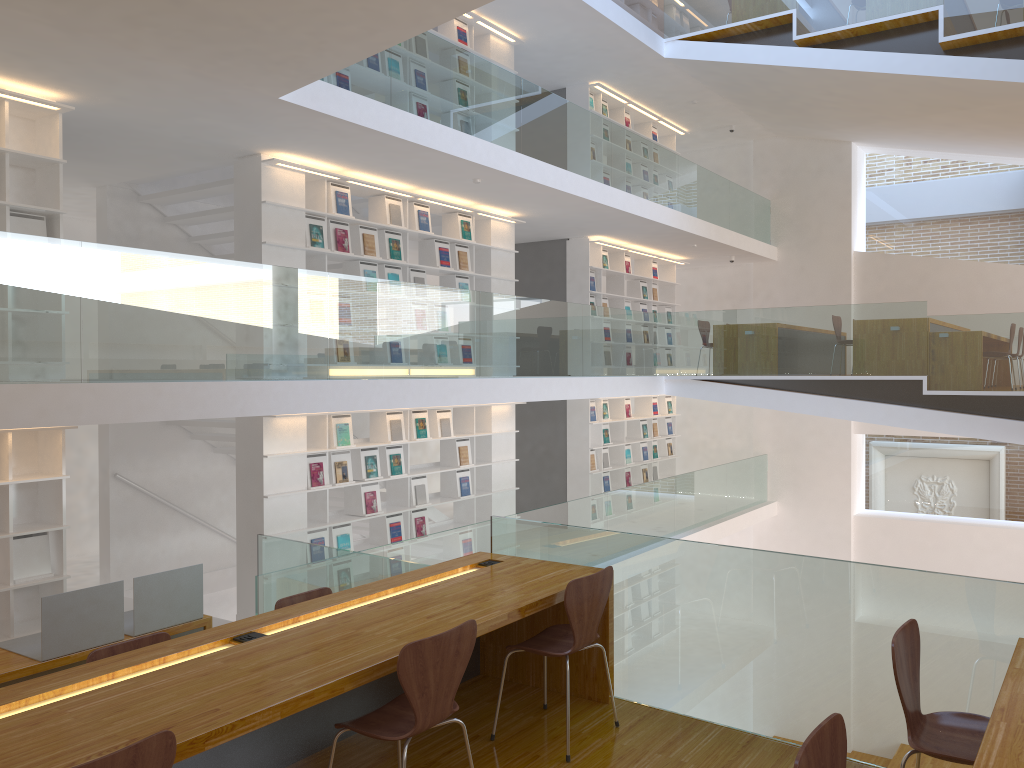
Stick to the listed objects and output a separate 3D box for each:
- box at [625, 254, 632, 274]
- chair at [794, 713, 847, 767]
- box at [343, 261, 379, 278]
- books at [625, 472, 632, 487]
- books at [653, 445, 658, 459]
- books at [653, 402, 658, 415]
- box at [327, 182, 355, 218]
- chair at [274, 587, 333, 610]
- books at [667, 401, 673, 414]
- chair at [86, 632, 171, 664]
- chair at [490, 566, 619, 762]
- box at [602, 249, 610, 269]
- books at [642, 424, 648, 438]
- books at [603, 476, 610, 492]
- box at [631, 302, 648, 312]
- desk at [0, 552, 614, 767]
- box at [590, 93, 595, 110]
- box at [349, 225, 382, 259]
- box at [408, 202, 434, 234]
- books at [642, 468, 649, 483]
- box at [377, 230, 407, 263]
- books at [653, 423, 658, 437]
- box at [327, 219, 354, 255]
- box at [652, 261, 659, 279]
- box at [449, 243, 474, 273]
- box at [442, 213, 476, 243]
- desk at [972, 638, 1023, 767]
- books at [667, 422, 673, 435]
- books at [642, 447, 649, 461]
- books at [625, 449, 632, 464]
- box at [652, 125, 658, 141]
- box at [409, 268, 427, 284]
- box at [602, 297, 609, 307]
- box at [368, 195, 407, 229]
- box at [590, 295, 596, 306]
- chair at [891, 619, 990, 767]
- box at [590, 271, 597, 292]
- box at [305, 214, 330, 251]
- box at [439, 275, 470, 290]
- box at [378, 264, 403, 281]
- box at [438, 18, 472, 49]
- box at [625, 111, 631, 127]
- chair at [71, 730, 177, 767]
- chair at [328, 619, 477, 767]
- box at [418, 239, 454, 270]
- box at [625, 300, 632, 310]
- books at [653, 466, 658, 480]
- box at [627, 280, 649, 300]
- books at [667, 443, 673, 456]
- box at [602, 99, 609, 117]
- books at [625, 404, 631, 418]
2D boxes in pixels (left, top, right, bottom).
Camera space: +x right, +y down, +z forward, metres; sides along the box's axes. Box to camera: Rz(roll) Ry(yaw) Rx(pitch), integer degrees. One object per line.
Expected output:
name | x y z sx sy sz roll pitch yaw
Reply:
box | 1.576 -1.711 12.765 0.274 0.296 0.245 0 1 34
chair | 0.826 1.131 1.887 0.381 0.693 0.428 0 1 34
box | -1.396 -0.987 8.287 0.274 0.296 0.245 0 1 34
books | 1.672 1.370 12.751 0.037 0.210 0.145 0 1 34
books | 2.176 1.038 13.485 0.037 0.210 0.145 0 1 34
books | 2.180 0.386 13.491 0.037 0.210 0.145 0 1 34
box | -1.600 -1.640 7.981 0.274 0.296 0.245 0 1 34
chair | -0.927 1.419 4.456 0.381 0.693 0.428 0 1 34
books | 2.482 0.374 13.935 0.037 0.210 0.145 0 1 34
chair | -1.473 1.431 3.652 0.381 0.693 0.428 0 1 34
chair | 0.183 1.110 3.697 0.381 0.693 0.428 0 1 34
box | 1.193 -1.702 12.205 0.274 0.296 0.245 0 1 34
books | 1.984 0.705 13.205 0.037 0.210 0.145 0 1 34
books | 1.303 1.374 12.202 0.037 0.210 0.145 0 1 34
box | 1.891 -1.060 13.238 0.274 0.296 0.245 0 1 34
desk | -0.944 1.325 3.128 1.285 0.918 3.236 0 1 34
box | 0.964 -3.743 11.851 0.274 0.296 0.245 0 1 34
box | -1.398 -1.315 8.282 0.274 0.296 0.245 0 1 34
box | -0.967 -1.654 8.914 0.274 0.296 0.245 0 1 34
books | 1.991 1.367 13.214 0.037 0.210 0.145 0 1 34
box | -1.204 -1.319 8.567 0.274 0.296 0.245 0 1 34
books | 2.181 0.701 13.495 0.037 0.210 0.145 0 1 34
box | -1.610 -1.311 7.992 0.274 0.296 0.245 0 1 34
box | 2.092 -1.721 13.529 0.274 0.296 0.245 0 1 34
box | -0.593 -1.333 9.466 0.274 0.296 0.245 0 1 34
box | -0.567 -1.662 9.503 0.274 0.296 0.245 0 1 34
desk | 1.140 1.183 1.481 0.760 0.606 3.185 0 1 34
books | 2.485 0.711 13.937 0.037 0.210 0.145 0 1 34
books | 1.988 1.042 13.207 0.037 0.210 0.145 0 1 34
books | 1.671 1.042 12.747 0.037 0.210 0.145 0 1 34
box | 2.086 -3.768 13.503 0.274 0.296 0.245 0 1 34
box | -0.998 -0.995 8.873 0.274 0.296 0.245 0 1 34
box | 1.196 -1.045 12.215 0.274 0.296 0.245 0 1 34
box | -1.201 -1.648 8.569 0.274 0.296 0.245 0 1 34
box | 0.985 -1.041 11.904 0.274 0.296 0.245 0 1 34
chair | 1.372 1.119 2.691 0.381 0.693 0.428 0 1 34
box | 0.981 -1.369 11.895 0.274 0.296 0.245 0 1 34
box | -1.770 -1.308 7.734 0.274 0.296 0.245 0 1 34
box | -0.591 -1.004 9.472 0.274 0.296 0.245 0 1 34
box | -1.206 -0.990 8.567 0.274 0.296 0.245 0 1 34
box | -0.605 -3.708 9.430 0.274 0.296 0.245 0 1 34
box | 1.570 -3.758 12.739 0.274 0.296 0.245 0 1 34
chair | -1.023 1.135 1.990 0.381 0.693 0.428 0 1 34
chair | -0.363 1.122 2.894 0.381 0.693 0.428 0 1 34
box | -0.784 -1.331 9.185 0.274 0.296 0.245 0 1 34
box | 1.589 -1.054 12.793 0.274 0.296 0.245 0 1 34
books | 2.177 1.363 13.489 0.037 0.210 0.145 0 1 34
box | 1.890 -1.388 13.233 0.274 0.296 0.245 0 1 34
books | 2.488 1.036 13.944 0.037 0.210 0.145 0 1 34
box | 1.187 -3.748 12.180 0.274 0.296 0.245 0 1 34
books | 1.669 0.397 12.739 0.037 0.210 0.145 0 1 34
